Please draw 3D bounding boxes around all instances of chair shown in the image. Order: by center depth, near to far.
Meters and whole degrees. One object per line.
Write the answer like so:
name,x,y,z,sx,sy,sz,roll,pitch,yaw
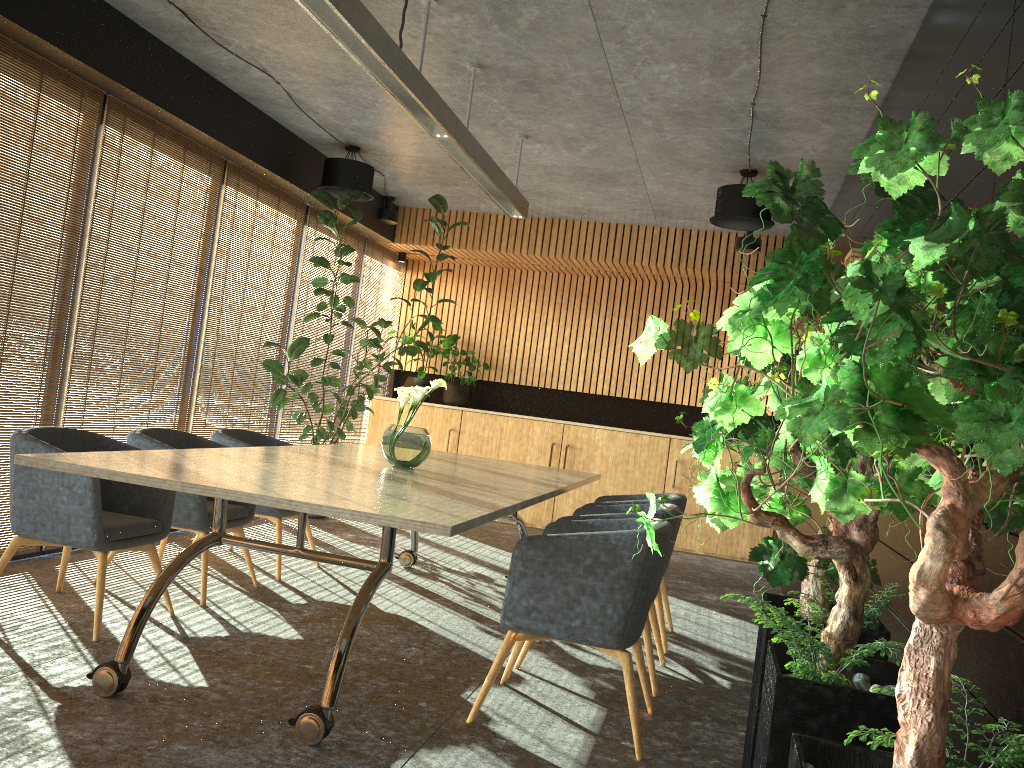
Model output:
chair,0.300,1.042,4.020,0.761,0.944,0.706,7,-1,14
chair,-2.209,0.732,4.628,0.761,0.944,0.706,7,-1,14
chair,0.506,1.090,4.894,0.761,0.944,0.706,7,-1,14
chair,-2.003,0.780,5.502,0.761,0.944,0.706,7,-1,14
chair,0.712,1.138,5.768,0.761,0.944,0.706,7,-1,14
chair,-1.797,0.828,6.376,0.761,0.944,0.706,7,-1,14

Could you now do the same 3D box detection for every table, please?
table,-0.694,0.949,5.184,1.816,0.927,3.932,7,-1,14

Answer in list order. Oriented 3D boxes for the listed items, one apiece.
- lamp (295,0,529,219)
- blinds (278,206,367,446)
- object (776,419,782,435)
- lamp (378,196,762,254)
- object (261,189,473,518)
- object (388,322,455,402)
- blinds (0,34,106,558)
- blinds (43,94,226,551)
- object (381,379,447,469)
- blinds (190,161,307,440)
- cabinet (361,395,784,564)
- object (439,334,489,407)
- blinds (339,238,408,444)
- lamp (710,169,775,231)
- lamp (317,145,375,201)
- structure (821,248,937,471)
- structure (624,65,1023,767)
lamp,-0.369,-1.758,5.269,0.151,0.618,4.009,7,-1,14
blinds,-2.026,-0.222,9.400,0.039,3.038,1.422,7,-1,14
object,1.577,0.151,4.684,0.401,0.633,0.445,8,-1,-6
lamp,0.509,-1.718,9.426,4.179,0.294,0.257,7,-1,14
object,-1.712,-0.275,8.777,1.875,3.266,1.958,8,-2,-38
object,-1.164,-0.313,11.032,0.640,1.054,0.666,8,-2,-35
blinds,-3.249,-0.529,2.506,1.388,3.075,6.486,8,-1,-5
blinds,-2.704,-0.380,6.521,0.039,3.038,1.422,7,-1,14
object,-0.598,0.220,5.224,0.295,0.546,0.322,7,-1,23
blinds,-2.368,-0.302,7.948,0.039,3.038,1.422,7,-1,14
cabinet,0.613,1.079,10.627,4.954,1.272,1.006,7,-1,14
object,-0.683,-0.167,10.896,0.679,0.880,0.512,7,-1,17
blinds,-1.690,-0.144,10.827,0.039,3.038,1.422,7,-1,14
lamp,1.887,-1.507,7.180,0.513,0.497,0.513,6,-2,43
lamp,-1.469,-1.922,7.993,0.513,0.497,0.513,8,-1,-16
structure,1.668,-0.018,4.342,0.242,1.130,2.172,7,-1,14
structure,0.733,0.523,1.997,0.952,1.987,2.081,7,-1,15
